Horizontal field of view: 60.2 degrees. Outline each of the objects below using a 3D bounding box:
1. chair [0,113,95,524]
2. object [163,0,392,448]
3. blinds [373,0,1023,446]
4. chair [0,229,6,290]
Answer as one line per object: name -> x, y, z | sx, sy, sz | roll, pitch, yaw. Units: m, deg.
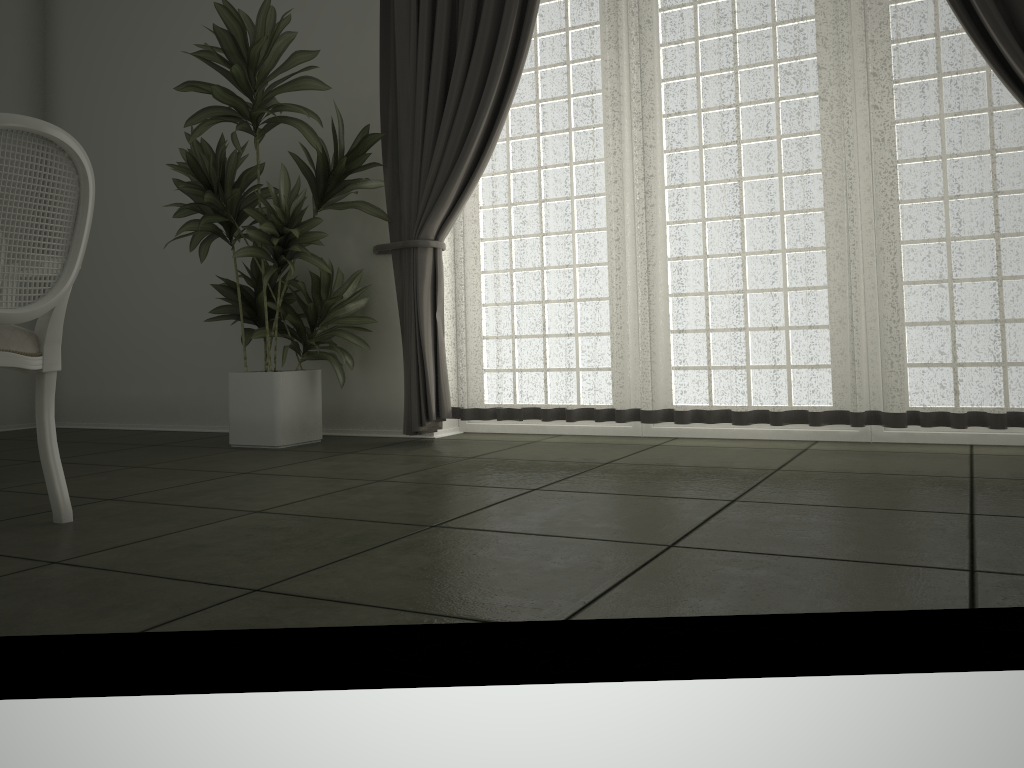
chair -> -1.500, -0.143, 2.357 | 0.689, 1.068, 0.594 | -2, -2, 28
object -> -1.212, -0.758, 4.327 | 1.039, 2.105, 1.158 | 0, -2, -44
blinds -> 0.889, -1.044, 3.727 | 3.654, 2.614, 0.659 | -1, -2, 27
chair -> -2.248, -0.163, 3.274 | 0.595, 1.068, 0.688 | -1, -1, -7
